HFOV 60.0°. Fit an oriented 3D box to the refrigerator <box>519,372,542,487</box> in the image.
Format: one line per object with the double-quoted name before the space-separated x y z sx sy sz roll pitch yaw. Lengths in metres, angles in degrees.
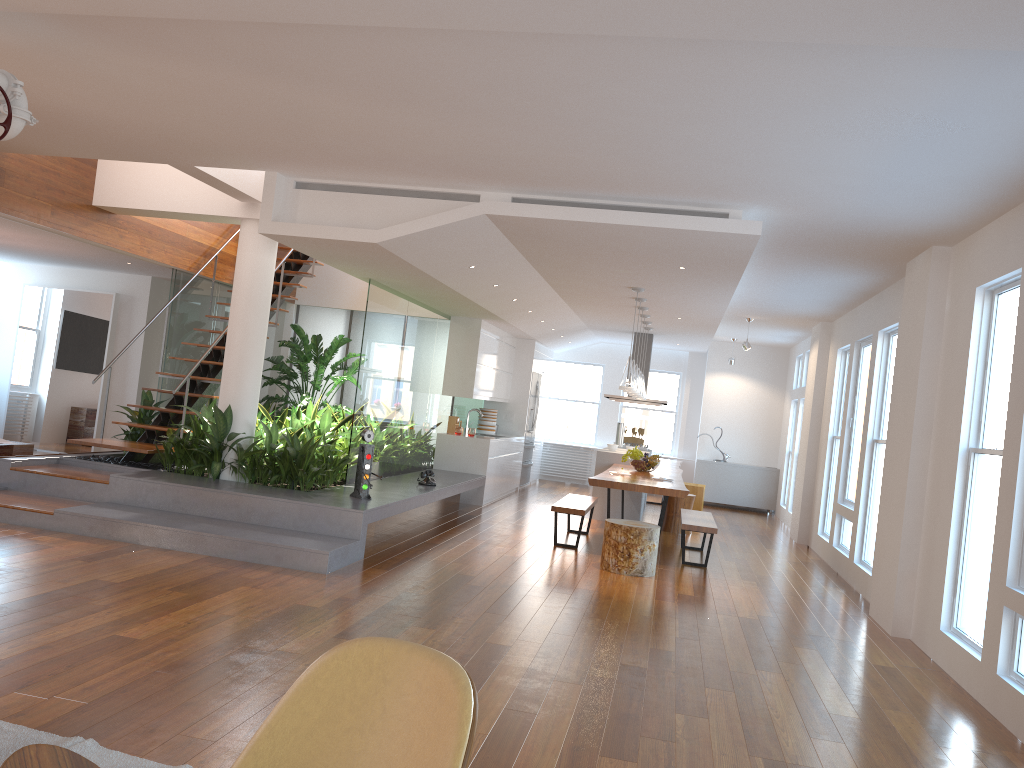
"refrigerator" 0.015 0.679 13.829 0.725 1.772 0.908 6 -1 11

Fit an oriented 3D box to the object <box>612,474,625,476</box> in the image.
"object" 1.037 0.890 8.694 0.149 0.014 0.044 6 -1 9

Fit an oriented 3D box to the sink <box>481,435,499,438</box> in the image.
"sink" -0.361 0.816 12.086 0.449 0.192 0.666 6 -1 11

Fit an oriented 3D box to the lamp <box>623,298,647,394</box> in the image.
"lamp" 1.294 -0.435 9.262 0.160 1.060 0.160 6 -2 38

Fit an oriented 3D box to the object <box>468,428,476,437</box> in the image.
"object" -0.503 0.604 11.069 0.094 0.106 0.094 6 -1 16

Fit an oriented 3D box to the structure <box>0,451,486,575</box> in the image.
"structure" -2.228 1.048 8.974 3.088 0.386 5.584 6 -1 11

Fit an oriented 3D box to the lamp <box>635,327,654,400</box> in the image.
"lamp" 1.813 -0.313 12.105 0.160 1.060 0.160 6 -2 38

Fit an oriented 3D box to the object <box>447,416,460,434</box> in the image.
"object" -0.755 0.527 11.441 0.104 0.222 0.200 6 -1 11

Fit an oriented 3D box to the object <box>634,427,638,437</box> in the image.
"object" 1.874 0.808 13.507 0.057 0.299 0.019 6 -1 11

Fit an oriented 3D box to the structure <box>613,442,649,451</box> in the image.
"structure" 1.760 0.910 13.079 0.520 0.073 0.650 6 -1 11

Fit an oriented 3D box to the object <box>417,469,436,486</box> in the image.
"object" -0.861 0.935 8.908 0.216 0.155 0.181 7 -1 -25

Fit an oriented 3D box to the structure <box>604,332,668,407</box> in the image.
"structure" 1.913 -0.413 13.080 0.909 1.405 0.900 6 -1 11

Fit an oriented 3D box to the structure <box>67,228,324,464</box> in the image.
"structure" -2.073 -1.018 9.708 2.552 4.265 4.591 6 -1 11

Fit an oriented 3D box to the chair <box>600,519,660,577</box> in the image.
"chair" 0.991 1.369 7.442 0.460 0.400 0.460 6 -1 21

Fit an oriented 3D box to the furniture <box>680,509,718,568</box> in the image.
"furniture" 1.791 1.498 8.653 0.316 0.389 1.433 6 -1 11

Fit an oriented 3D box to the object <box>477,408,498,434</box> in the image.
"object" -0.356 0.535 12.690 0.267 0.356 0.266 6 -2 36

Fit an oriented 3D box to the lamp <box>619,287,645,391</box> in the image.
"lamp" 1.164 -0.466 8.551 0.160 1.060 0.160 6 -2 38

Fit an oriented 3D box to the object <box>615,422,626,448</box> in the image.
"object" 1.555 0.734 12.659 0.172 0.356 0.120 7 -1 -31

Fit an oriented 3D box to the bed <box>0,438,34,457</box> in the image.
"bed" -6.289 0.441 8.342 2.314 0.595 2.207 6 -1 11

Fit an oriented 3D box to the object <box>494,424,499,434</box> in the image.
"object" -0.330 0.630 13.074 0.284 0.196 0.265 8 -2 -37

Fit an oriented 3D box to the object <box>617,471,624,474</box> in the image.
"object" 1.076 0.888 8.824 0.070 0.030 0.079 7 -1 -26

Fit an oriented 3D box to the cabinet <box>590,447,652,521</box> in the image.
"cabinet" 1.541 1.319 12.166 0.597 0.832 2.936 6 -1 11

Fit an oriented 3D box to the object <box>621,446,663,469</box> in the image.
"object" 1.436 0.829 9.767 0.394 0.284 0.292 7 -1 -25

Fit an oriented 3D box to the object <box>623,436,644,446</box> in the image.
"object" 1.832 0.883 13.521 0.353 0.157 0.084 6 -1 11

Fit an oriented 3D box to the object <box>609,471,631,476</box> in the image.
"object" 1.075 0.894 8.823 0.222 0.020 0.222 8 -2 -39

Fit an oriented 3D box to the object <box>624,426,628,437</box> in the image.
"object" 1.727 0.791 13.554 0.055 0.299 0.027 6 -1 11

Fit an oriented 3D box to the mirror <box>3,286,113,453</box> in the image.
"mirror" -5.758 -0.180 11.235 1.267 2.044 0.049 6 -1 11

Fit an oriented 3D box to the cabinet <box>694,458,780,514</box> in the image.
"cabinet" 3.636 1.660 14.467 1.309 0.725 0.420 6 -1 11

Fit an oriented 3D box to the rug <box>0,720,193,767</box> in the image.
"rug" -1.459 1.122 1.174 3.525 0.057 3.478 6 -1 15

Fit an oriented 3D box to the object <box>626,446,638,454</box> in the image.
"object" 1.497 0.831 11.097 0.152 0.082 0.152 7 -1 -29

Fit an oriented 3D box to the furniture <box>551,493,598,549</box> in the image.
"furniture" 0.625 1.366 8.871 0.316 0.389 1.433 6 -1 11

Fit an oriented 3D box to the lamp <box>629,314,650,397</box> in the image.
"lamp" 1.553 -0.374 10.683 0.160 1.060 0.160 6 -2 38

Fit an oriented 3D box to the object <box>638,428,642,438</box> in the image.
"object" 1.936 0.816 13.497 0.068 0.298 0.039 6 -1 11

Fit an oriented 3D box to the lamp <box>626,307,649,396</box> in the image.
"lamp" 1.424 -0.405 9.973 0.160 1.060 0.160 6 -2 38

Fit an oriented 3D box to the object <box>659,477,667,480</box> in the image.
"object" 1.480 0.932 8.700 0.070 0.030 0.079 8 -2 -36

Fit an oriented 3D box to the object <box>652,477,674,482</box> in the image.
"object" 1.479 0.938 8.699 0.222 0.020 0.222 7 -1 3

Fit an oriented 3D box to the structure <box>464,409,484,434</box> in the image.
"structure" -0.523 0.600 12.153 0.248 0.536 0.115 6 -1 11

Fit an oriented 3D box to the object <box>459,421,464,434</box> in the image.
"object" -0.700 0.565 11.682 0.100 0.170 0.173 6 -1 12

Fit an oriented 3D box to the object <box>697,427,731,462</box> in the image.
"object" 3.328 0.976 14.508 0.590 0.563 0.210 7 -1 -18

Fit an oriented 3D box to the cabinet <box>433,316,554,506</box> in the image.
"cabinet" -0.147 0.428 13.114 0.676 2.280 4.565 6 -1 11

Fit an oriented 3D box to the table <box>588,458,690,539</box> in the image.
"table" 1.610 1.360 10.731 0.893 0.704 5.996 6 -1 11

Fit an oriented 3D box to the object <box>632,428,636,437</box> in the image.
"object" 1.844 0.805 13.532 0.061 0.299 0.040 7 -1 8

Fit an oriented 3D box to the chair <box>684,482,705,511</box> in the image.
"chair" 2.557 1.650 12.669 0.344 0.430 0.549 6 -1 14

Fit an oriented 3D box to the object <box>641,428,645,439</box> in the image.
"object" 1.976 0.821 13.508 0.057 0.294 0.030 6 -1 11

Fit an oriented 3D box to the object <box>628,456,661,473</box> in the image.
"object" 1.451 0.894 9.747 0.360 0.159 0.360 7 -1 -26

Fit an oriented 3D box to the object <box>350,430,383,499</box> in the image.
"object" -1.161 0.661 7.228 0.134 0.565 0.318 8 -2 -43

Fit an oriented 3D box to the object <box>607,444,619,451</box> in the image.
"object" 1.276 0.809 11.264 0.152 0.082 0.152 8 -2 -40

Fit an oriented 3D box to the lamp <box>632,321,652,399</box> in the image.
"lamp" 1.683 -0.344 11.394 0.160 1.060 0.160 6 -2 38

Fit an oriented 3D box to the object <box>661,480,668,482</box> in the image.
"object" 1.473 0.934 8.593 0.158 0.017 0.019 7 -1 6

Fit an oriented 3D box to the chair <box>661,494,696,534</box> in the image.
"chair" 1.958 1.527 10.530 0.396 0.455 0.402 7 -1 1

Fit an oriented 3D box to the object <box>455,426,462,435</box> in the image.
"object" -0.672 0.585 11.148 0.094 0.106 0.094 6 -1 16

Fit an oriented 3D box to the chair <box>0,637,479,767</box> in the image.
"chair" -0.430 0.914 1.513 0.867 0.752 0.856 7 -1 -29
